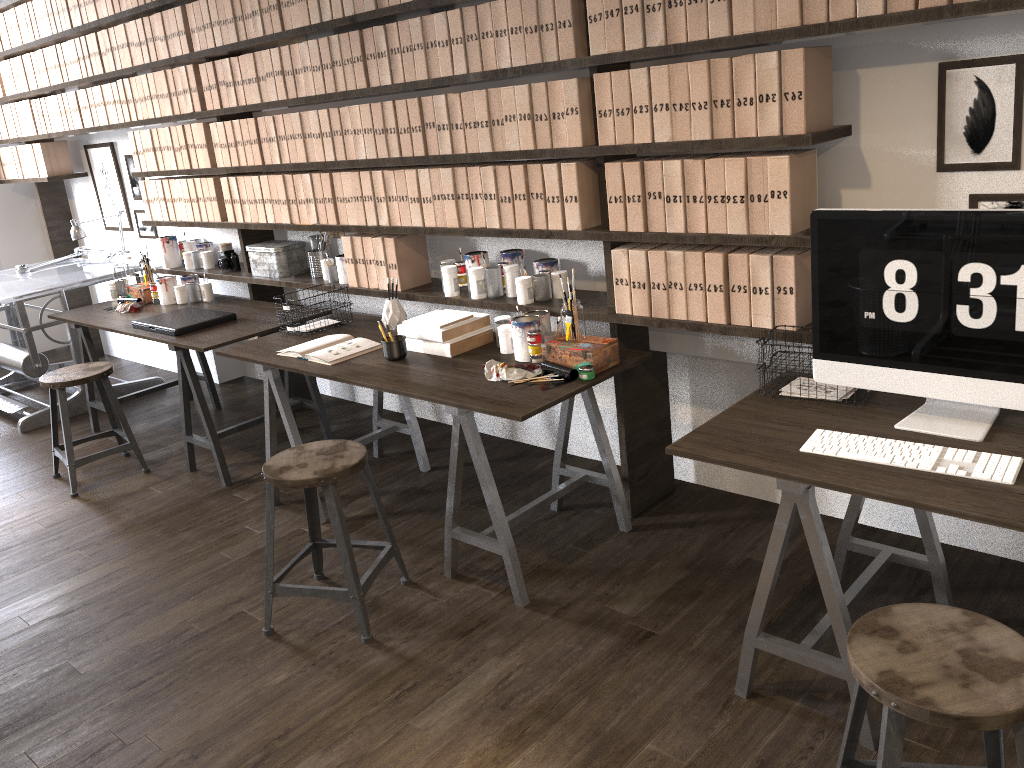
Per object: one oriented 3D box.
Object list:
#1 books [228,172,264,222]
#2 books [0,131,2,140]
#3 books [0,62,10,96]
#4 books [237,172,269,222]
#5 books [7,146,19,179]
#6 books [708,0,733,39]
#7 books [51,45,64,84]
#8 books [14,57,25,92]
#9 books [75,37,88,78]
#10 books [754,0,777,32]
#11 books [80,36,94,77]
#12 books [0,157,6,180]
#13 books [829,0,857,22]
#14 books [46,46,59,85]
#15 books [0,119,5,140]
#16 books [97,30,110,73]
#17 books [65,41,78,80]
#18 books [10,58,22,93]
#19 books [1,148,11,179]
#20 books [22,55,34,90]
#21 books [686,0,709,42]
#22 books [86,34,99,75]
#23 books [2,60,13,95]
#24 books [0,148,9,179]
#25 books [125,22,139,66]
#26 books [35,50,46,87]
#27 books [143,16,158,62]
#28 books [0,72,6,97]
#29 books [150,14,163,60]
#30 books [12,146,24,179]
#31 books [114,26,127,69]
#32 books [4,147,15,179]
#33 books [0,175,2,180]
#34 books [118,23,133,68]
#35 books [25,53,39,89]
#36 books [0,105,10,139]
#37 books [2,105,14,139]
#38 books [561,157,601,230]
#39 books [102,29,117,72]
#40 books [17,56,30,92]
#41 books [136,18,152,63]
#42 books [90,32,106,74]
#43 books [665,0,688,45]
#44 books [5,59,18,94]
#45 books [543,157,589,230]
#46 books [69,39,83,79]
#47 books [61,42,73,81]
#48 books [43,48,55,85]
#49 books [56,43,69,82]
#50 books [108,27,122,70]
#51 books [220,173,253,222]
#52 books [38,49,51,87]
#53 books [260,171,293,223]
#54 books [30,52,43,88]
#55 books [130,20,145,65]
[{"bbox_3d":[-1.299,-0.930,4.413,0.067,0.223,0.176,8,21,42],"label":"books"},{"bbox_3d":[-3.566,-1.852,6.277,0.067,0.223,0.176,8,21,42],"label":"books"},{"bbox_3d":[-3.332,-2.058,5.971,0.067,0.223,0.176,8,21,42],"label":"books"},{"bbox_3d":[-1.245,-0.922,4.369,0.067,0.223,0.176,8,21,42],"label":"books"},{"bbox_3d":[-3.431,-1.569,6.250,0.067,0.223,0.176,8,21,42],"label":"books"},{"bbox_3d":[0.619,-1.086,2.473,0.067,0.223,0.176,8,21,42],"label":"books"},{"bbox_3d":[-2.667,-1.936,5.364,0.067,0.223,0.176,8,21,42],"label":"books"},{"bbox_3d":[-3.128,-2.022,5.790,0.067,0.222,0.176,8,21,42],"label":"books"},{"bbox_3d":[-2.407,-1.887,5.125,0.067,0.223,0.176,8,21,42],"label":"books"},{"bbox_3d":[0.721,-1.069,2.385,0.067,0.222,0.176,8,21,42],"label":"books"},{"bbox_3d":[-2.357,-1.880,5.086,0.067,0.222,0.176,8,21,42],"label":"books"},{"bbox_3d":[-3.632,-1.607,6.435,0.067,0.223,0.176,8,21,42],"label":"books"},{"bbox_3d":[0.873,-1.042,2.249,0.067,0.223,0.176,8,21,42],"label":"books"},{"bbox_3d":[-2.719,-1.946,5.413,0.067,0.222,0.176,8,21,42],"label":"books"},{"bbox_3d":[-3.511,-1.844,6.233,0.067,0.223,0.176,8,21,42],"label":"books"},{"bbox_3d":[-2.190,-1.851,4.937,0.067,0.223,0.176,8,21,42],"label":"books"},{"bbox_3d":[-2.511,-1.908,5.225,0.067,0.223,0.176,8,21,42],"label":"books"},{"bbox_3d":[-3.178,-2.030,5.832,0.067,0.222,0.176,8,21,42],"label":"books"},{"bbox_3d":[-3.527,-1.589,6.343,0.067,0.222,0.176,8,21,42],"label":"books"},{"bbox_3d":[-3.018,-2.002,5.690,0.067,0.223,0.176,8,21,42],"label":"books"},{"bbox_3d":[0.570,-1.097,2.523,0.067,0.223,0.176,8,21,42],"label":"books"},{"bbox_3d":[-2.300,-1.871,5.037,0.067,0.222,0.176,8,21,42],"label":"books"},{"bbox_3d":[-3.281,-2.047,5.920,0.067,0.223,0.176,8,21,42],"label":"books"},{"bbox_3d":[-3.574,-1.598,6.389,0.067,0.222,0.176,8,21,42],"label":"books"},{"bbox_3d":[-1.935,-1.804,4.704,0.067,0.222,0.176,8,21,42],"label":"books"},{"bbox_3d":[-2.862,-1.973,5.547,0.067,0.223,0.176,8,21,42],"label":"books"},{"bbox_3d":[-1.784,-1.776,4.566,0.067,0.223,0.176,8,21,42],"label":"books"},{"bbox_3d":[-3.430,-2.083,6.061,0.067,0.223,0.176,8,21,42],"label":"books"},{"bbox_3d":[-1.731,-1.767,4.521,0.067,0.223,0.176,8,21,42],"label":"books"},{"bbox_3d":[-3.375,-1.561,6.204,0.067,0.223,0.176,8,21,42],"label":"books"},{"bbox_3d":[-2.033,-1.822,4.794,0.067,0.223,0.176,8,21,42],"label":"books"},{"bbox_3d":[-3.484,-1.579,6.298,0.067,0.223,0.176,8,21,42],"label":"books"},{"bbox_3d":[-3.684,-1.618,6.489,0.067,0.223,0.176,8,21,42],"label":"books"},{"bbox_3d":[-1.988,-1.811,4.745,0.067,0.223,0.176,8,21,42],"label":"books"},{"bbox_3d":[-2.969,-1.991,5.639,0.067,0.223,0.176,8,21,42],"label":"books"},{"bbox_3d":[-3.459,-1.832,6.179,0.067,0.223,0.176,8,21,42],"label":"books"},{"bbox_3d":[-3.401,-1.824,6.133,0.067,0.222,0.176,8,21,42],"label":"books"},{"bbox_3d":[0.254,-0.646,3.001,0.067,0.222,0.176,8,21,42],"label":"books"},{"bbox_3d":[-2.141,-1.840,4.886,0.067,0.223,0.176,8,21,42],"label":"books"},{"bbox_3d":[-3.077,-2.011,5.737,0.067,0.223,0.176,8,21,42],"label":"books"},{"bbox_3d":[-1.838,-1.784,4.611,0.067,0.223,0.176,8,21,42],"label":"books"},{"bbox_3d":[-2.249,-1.859,4.983,0.067,0.223,0.176,8,21,42],"label":"books"},{"bbox_3d":[0.520,-1.107,2.571,0.067,0.223,0.176,8,21,42],"label":"books"},{"bbox_3d":[-3.227,-2.037,5.871,0.067,0.223,0.176,8,21,42],"label":"books"},{"bbox_3d":[0.196,-0.656,3.052,0.067,0.223,0.176,8,21,42],"label":"books"},{"bbox_3d":[-2.460,-1.897,5.174,0.067,0.223,0.176,8,21,42],"label":"books"},{"bbox_3d":[-2.560,-1.919,5.274,0.067,0.223,0.176,8,21,42],"label":"books"},{"bbox_3d":[-2.764,-1.955,5.457,0.067,0.222,0.176,8,21,42],"label":"books"},{"bbox_3d":[-2.612,-1.927,5.319,0.067,0.223,0.176,8,21,42],"label":"books"},{"bbox_3d":[-2.086,-1.832,4.842,0.067,0.223,0.176,8,21,42],"label":"books"},{"bbox_3d":[-1.355,-0.939,4.459,0.067,0.223,0.176,8,21,42],"label":"books"},{"bbox_3d":[-2.816,-1.963,5.498,0.067,0.223,0.176,8,21,42],"label":"books"},{"bbox_3d":[-1.091,-0.892,4.224,0.067,0.222,0.176,8,21,42],"label":"books"},{"bbox_3d":[-2.914,-1.983,5.595,0.067,0.223,0.176,8,21,42],"label":"books"},{"bbox_3d":[-1.890,-1.795,4.660,0.067,0.222,0.176,8,21,42],"label":"books"}]
